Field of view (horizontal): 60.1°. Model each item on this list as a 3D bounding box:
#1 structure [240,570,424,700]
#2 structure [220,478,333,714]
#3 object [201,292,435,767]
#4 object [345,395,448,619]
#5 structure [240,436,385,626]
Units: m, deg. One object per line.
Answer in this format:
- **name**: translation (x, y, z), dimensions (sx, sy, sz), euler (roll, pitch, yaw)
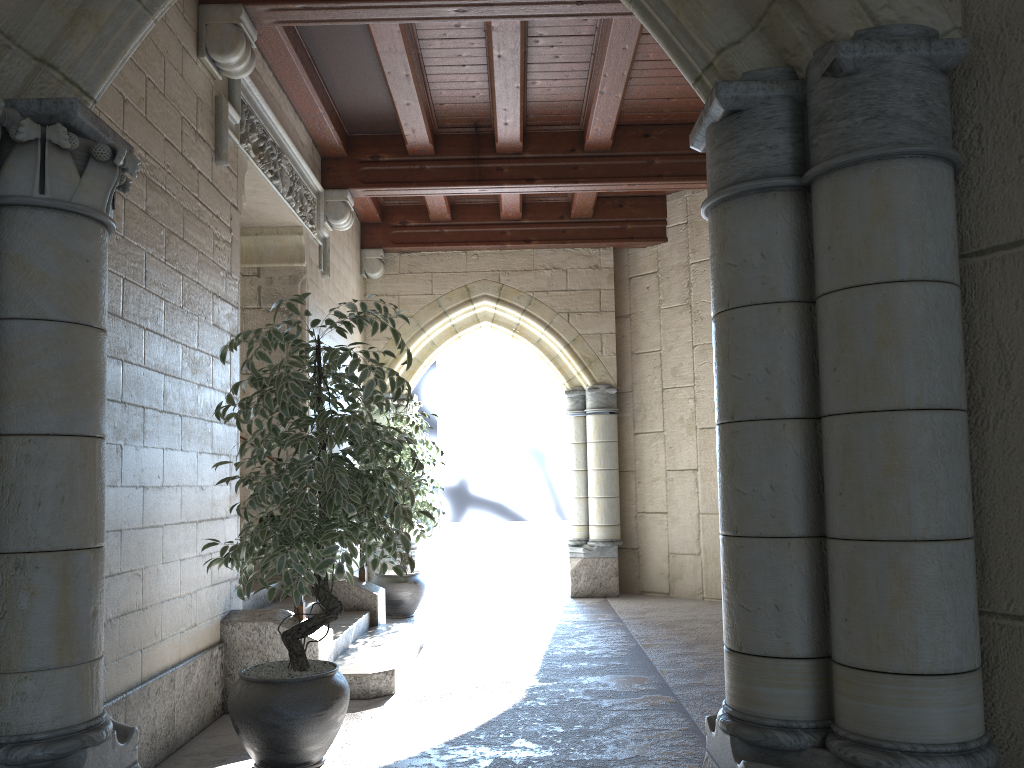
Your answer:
- **structure**: translation (-1.821, 1.110, 4.692), dimensions (2.573, 0.807, 1.467), euler (-1, -6, 0)
- **structure**: translation (-1.268, 0.792, 4.009), dimensions (0.888, 1.257, 0.478), euler (-1, -4, 0)
- **object**: translation (-0.679, 0.500, 3.133), dimensions (0.788, 1.612, 0.753), euler (-4, -5, 31)
- **object**: translation (-0.857, 0.888, 6.476), dimensions (0.787, 1.612, 0.754), euler (-1, -4, -3)
- **structure**: translation (-1.258, 0.953, 5.416), dimensions (0.888, 1.257, 0.475), euler (-1, -4, 0)
